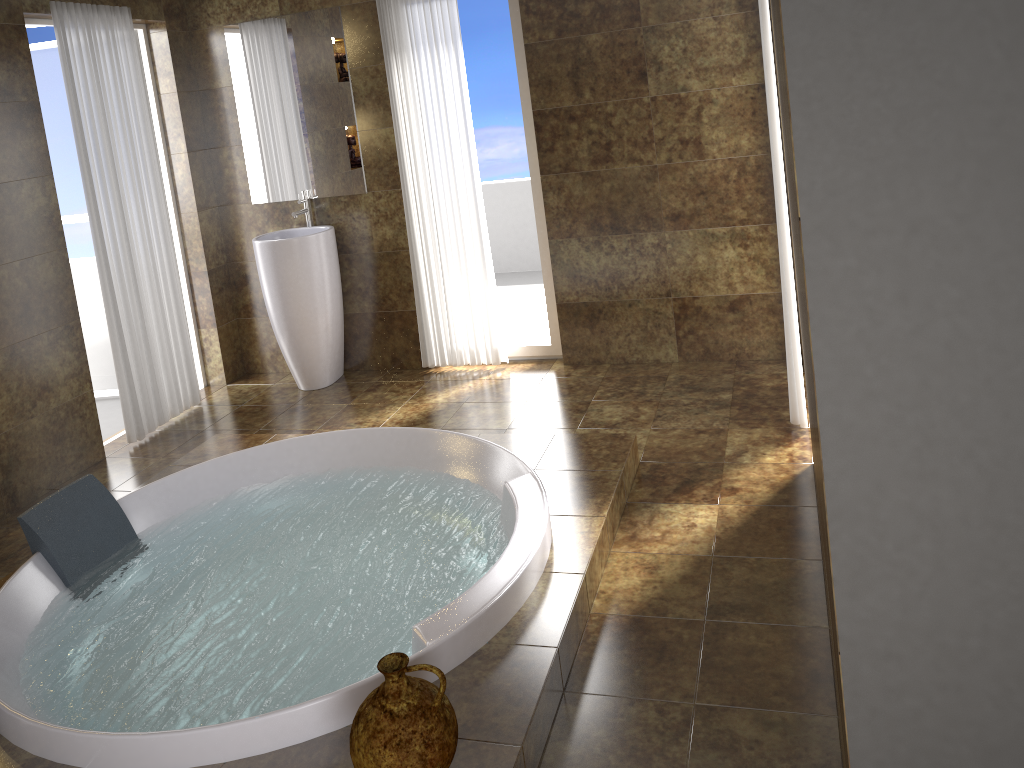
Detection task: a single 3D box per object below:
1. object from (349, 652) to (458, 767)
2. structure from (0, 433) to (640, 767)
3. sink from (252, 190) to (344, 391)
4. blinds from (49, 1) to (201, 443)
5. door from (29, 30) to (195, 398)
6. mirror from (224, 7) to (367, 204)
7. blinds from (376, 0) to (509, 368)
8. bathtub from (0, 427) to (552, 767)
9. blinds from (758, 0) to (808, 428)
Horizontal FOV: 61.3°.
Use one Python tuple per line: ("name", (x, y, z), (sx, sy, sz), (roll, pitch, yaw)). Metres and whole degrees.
("object", (-0.234, 0.715, 1.836), (0.231, 0.263, 0.238), (-9, 12, -9))
("structure", (-0.730, 0.636, 2.843), (1.996, 0.119, 2.110), (-1, 20, 17))
("sink", (-1.211, -0.532, 4.971), (0.456, 1.090, 0.455), (-4, 9, 21))
("blinds", (-2.002, -0.873, 4.556), (0.067, 2.183, 0.624), (-5, 8, 18))
("door", (-2.531, -0.982, 5.224), (0.958, 2.136, 0.041), (-6, 7, 7))
("mirror", (-1.277, -1.615, 5.070), (0.764, 1.047, 0.009), (-4, 7, 18))
("blinds", (-0.410, -1.176, 4.832), (0.516, 2.172, 0.070), (-5, 7, 18))
("bathtub", (-0.732, 0.629, 2.841), (1.812, 0.501, 1.773), (-22, 23, -38))
("blinds", (1.116, -0.972, 3.678), (0.068, 2.184, 0.503), (-5, 7, 18))
